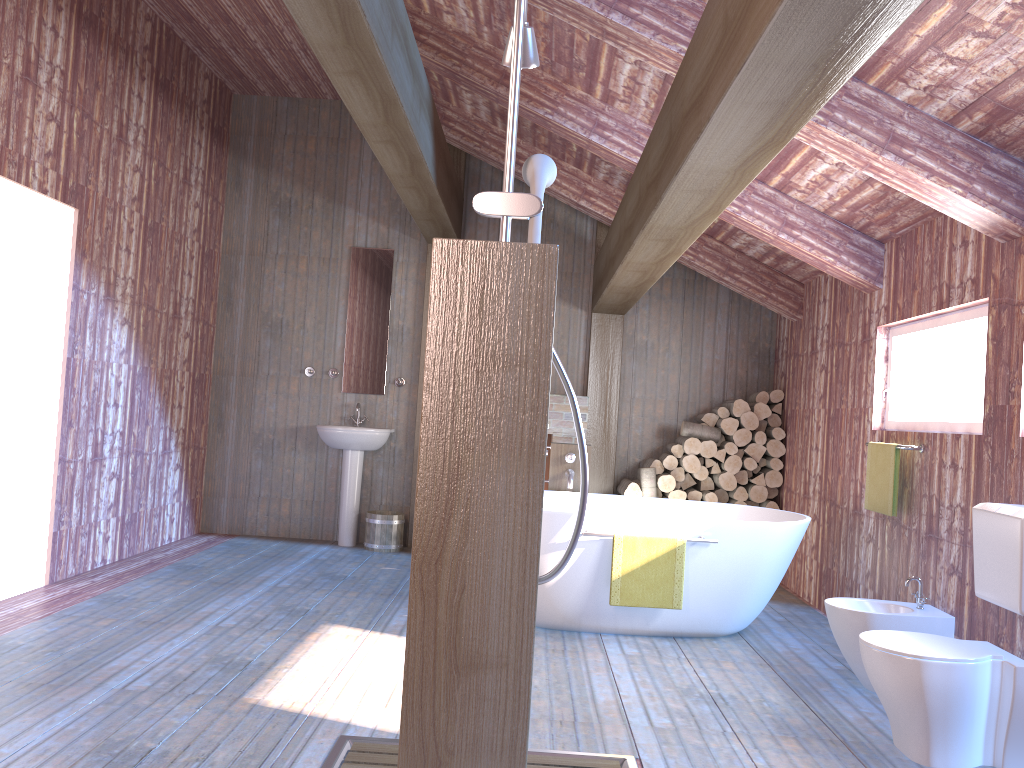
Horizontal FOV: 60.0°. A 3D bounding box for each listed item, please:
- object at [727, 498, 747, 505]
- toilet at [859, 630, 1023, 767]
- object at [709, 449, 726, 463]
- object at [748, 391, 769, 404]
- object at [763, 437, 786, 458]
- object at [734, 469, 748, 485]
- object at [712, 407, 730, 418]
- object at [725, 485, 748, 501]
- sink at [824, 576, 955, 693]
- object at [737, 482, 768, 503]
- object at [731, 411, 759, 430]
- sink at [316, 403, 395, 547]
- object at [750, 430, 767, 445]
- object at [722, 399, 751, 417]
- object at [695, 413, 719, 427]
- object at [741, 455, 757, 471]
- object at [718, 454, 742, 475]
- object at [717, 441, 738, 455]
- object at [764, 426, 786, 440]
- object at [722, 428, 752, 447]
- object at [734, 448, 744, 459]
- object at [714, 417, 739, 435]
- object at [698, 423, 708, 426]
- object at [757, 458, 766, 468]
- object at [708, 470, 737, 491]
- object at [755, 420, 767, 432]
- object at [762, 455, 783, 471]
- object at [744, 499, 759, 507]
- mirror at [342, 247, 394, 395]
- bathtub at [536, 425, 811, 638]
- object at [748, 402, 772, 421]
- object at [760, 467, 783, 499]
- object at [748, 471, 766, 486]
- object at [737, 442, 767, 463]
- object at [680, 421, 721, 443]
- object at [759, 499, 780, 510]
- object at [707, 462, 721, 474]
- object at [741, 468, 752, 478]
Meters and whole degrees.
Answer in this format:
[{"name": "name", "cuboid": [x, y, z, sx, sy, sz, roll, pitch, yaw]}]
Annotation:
[{"name": "object", "cuboid": [1.732, 0.947, 6.874, 0.116, 0.117, 0.289, 4, -2, -1]}, {"name": "toilet", "cuboid": [1.527, 1.142, 3.209, 0.534, 0.400, 0.375, 4, -2, 2]}, {"name": "object", "cuboid": [1.571, 0.556, 6.917, 0.109, 0.124, 0.424, 4, -2, 1]}, {"name": "object", "cuboid": [1.935, 0.120, 6.963, 0.104, 0.121, 0.270, 4, -2, 2]}, {"name": "object", "cuboid": [2.003, 0.491, 6.917, 0.147, 0.152, 0.439, 4, -2, 2]}, {"name": "object", "cuboid": [1.745, 0.713, 6.897, 0.111, 0.118, 0.302, 4, -2, 1]}, {"name": "object", "cuboid": [1.629, 0.223, 6.920, 0.094, 0.097, 0.227, 4, -2, 2]}, {"name": "object", "cuboid": [1.737, 0.839, 6.883, 0.114, 0.113, 0.301, 4, -2, -1]}, {"name": "sink", "cuboid": [1.668, 1.117, 3.992, 0.515, 0.517, 0.335, 4, -2, 2]}, {"name": "object", "cuboid": [1.864, 0.839, 6.912, 0.137, 0.133, 0.437, 4, -2, 0]}, {"name": "object", "cuboid": [1.796, 0.285, 6.926, 0.141, 0.143, 0.437, 4, -2, 0]}, {"name": "sink", "cuboid": [-1.275, 0.717, 7.013, 0.582, 1.143, 0.475, 4, -2, 1]}, {"name": "object", "cuboid": [1.888, 0.414, 6.917, 0.089, 0.106, 0.437, 4, -2, 2]}, {"name": "object", "cuboid": [1.751, 0.191, 6.948, 0.135, 0.139, 0.456, 4, -2, 2]}, {"name": "object", "cuboid": [1.541, 0.291, 7.027, 0.140, 0.121, 0.319, 4, -2, 3]}, {"name": "object", "cuboid": [1.808, 0.607, 6.912, 0.102, 0.109, 0.438, 4, -2, 2]}, {"name": "object", "cuboid": [1.678, 0.621, 6.916, 0.136, 0.157, 0.439, 4, -2, 2]}, {"name": "object", "cuboid": [1.664, 0.491, 6.917, 0.102, 0.109, 0.438, 4, -2, 2]}, {"name": "object", "cuboid": [2.023, 0.379, 6.917, 0.102, 0.109, 0.438, 4, -2, 2]}, {"name": "object", "cuboid": [1.748, 0.418, 6.922, 0.143, 0.151, 0.440, 4, -2, 2]}, {"name": "object", "cuboid": [1.735, 0.543, 6.896, 0.095, 0.090, 0.278, 4, -2, 3]}, {"name": "object", "cuboid": [1.656, 0.324, 6.945, 0.139, 0.148, 0.458, 4, -2, 2]}, {"name": "object", "cuboid": [1.482, 0.373, 7.024, 0.113, 0.130, 0.291, 4, -2, 2]}, {"name": "object", "cuboid": [1.943, 0.608, 6.955, 0.088, 0.092, 0.280, 4, -2, 2]}, {"name": "object", "cuboid": [1.628, 0.742, 6.913, 0.141, 0.143, 0.437, 4, -2, 0]}, {"name": "object", "cuboid": [1.918, 0.336, 7.022, 0.132, 0.119, 0.319, 4, -2, 3]}, {"name": "object", "cuboid": [2.004, 0.610, 6.909, 0.102, 0.109, 0.438, 4, -2, 2]}, {"name": "object", "cuboid": [1.847, 0.958, 7.001, 0.118, 0.106, 0.319, 4, -2, -1]}, {"name": "mirror", "cuboid": [-1.178, -0.517, 7.261, 0.350, 1.199, 0.009, 4, -2, 1]}, {"name": "bathtub", "cuboid": [0.656, 0.795, 5.037, 1.935, 1.109, 1.460, 3, -2, 23]}, {"name": "object", "cuboid": [1.909, 0.216, 6.946, 0.133, 0.142, 0.456, 4, -2, 2]}, {"name": "object", "cuboid": [1.983, 0.775, 6.914, 0.137, 0.256, 0.439, 4, -2, 2]}, {"name": "object", "cuboid": [1.871, 0.722, 6.909, 0.115, 0.112, 0.423, 4, -2, 2]}, {"name": "object", "cuboid": [1.849, 0.530, 6.944, 0.172, 0.151, 0.482, 4, -2, 3]}, {"name": "object", "cuboid": [1.452, 0.369, 6.827, 0.302, 0.157, 0.121, 4, -2, 2]}, {"name": "object", "cuboid": [1.960, 0.961, 6.919, 0.139, 0.137, 0.455, 4, -2, 0]}, {"name": "object", "cuboid": [1.570, 0.647, 6.921, 0.085, 0.096, 0.280, 4, -2, 2]}, {"name": "object", "cuboid": [1.816, 0.691, 6.898, 0.065, 0.069, 0.177, 4, -2, 1]}]
